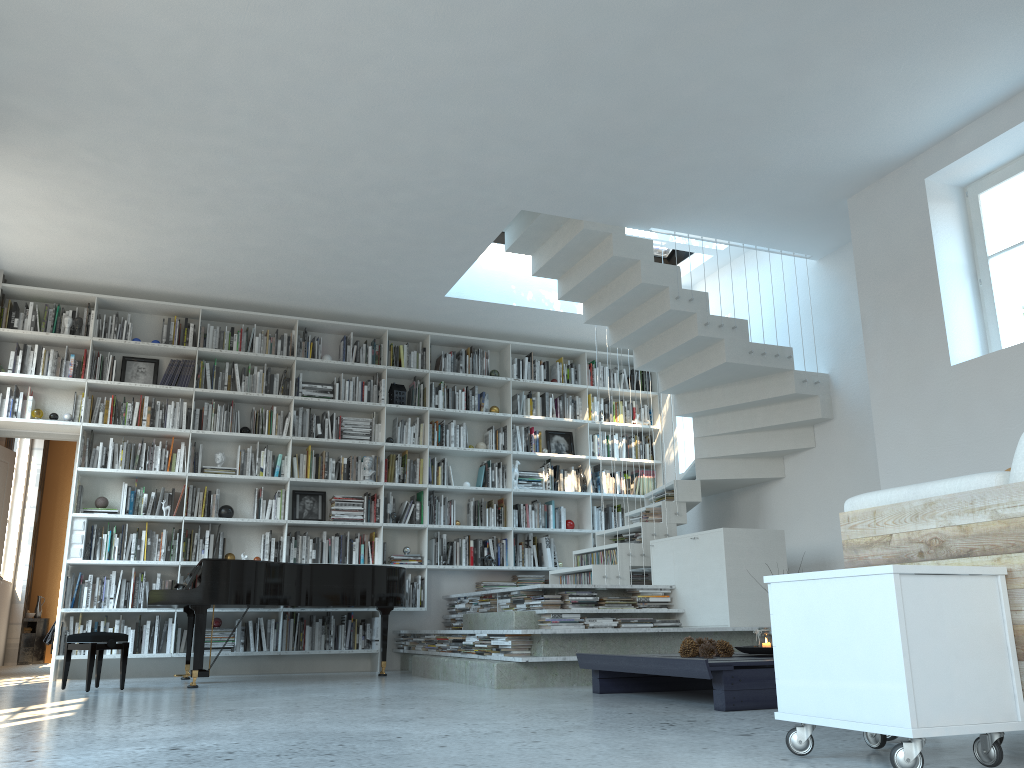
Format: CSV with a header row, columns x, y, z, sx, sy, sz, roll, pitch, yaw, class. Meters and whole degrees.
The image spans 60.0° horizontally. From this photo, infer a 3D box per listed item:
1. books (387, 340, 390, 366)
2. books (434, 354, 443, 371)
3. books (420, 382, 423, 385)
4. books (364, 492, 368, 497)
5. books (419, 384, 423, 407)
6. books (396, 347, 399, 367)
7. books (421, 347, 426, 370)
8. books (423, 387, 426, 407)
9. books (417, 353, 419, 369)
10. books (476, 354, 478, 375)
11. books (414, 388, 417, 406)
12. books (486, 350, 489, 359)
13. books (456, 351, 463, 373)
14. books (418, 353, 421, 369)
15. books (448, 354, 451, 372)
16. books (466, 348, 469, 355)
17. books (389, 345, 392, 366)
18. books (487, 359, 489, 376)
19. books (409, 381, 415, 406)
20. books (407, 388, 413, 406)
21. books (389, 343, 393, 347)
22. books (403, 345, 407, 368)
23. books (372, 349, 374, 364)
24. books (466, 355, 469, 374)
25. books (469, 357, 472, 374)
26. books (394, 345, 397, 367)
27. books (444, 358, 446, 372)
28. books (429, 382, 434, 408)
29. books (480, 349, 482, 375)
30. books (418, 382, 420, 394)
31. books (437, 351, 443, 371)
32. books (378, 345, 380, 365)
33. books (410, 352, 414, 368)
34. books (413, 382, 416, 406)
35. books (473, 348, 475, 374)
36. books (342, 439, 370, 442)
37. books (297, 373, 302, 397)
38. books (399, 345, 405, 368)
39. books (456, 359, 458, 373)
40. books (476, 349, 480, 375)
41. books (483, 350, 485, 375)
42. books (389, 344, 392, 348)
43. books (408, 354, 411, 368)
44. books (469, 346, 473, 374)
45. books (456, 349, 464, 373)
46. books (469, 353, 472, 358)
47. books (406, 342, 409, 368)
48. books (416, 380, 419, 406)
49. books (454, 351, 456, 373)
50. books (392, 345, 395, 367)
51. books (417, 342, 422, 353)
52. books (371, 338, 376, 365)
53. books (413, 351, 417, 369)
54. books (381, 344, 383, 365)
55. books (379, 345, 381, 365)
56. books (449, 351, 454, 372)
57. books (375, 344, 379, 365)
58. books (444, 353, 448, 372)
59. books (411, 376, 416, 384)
x,y,z,sx,sy,sz,roll,pitch,yaw,class
-1.211,-0.258,8.560,0.007,0.297,0.181,5,-16,-21,books
-0.731,-0.170,8.725,0.046,0.206,0.183,5,-16,-21,books
-0.884,0.133,8.608,0.005,0.291,0.131,5,-16,-21,books
-1.349,1.151,8.155,0.011,0.298,0.130,5,-16,-21,books
-0.894,0.143,8.563,0.013,0.247,0.186,5,-16,-21,books
-1.124,-0.222,8.573,0.015,0.233,0.171,5,-16,-21,books
-0.882,-0.209,8.668,0.029,0.252,0.186,5,-16,-21,books
-0.865,0.162,8.570,0.008,0.213,0.224,5,-16,-21,books
-0.948,-0.185,8.660,0.025,0.203,0.162,5,-16,-21,books
-0.375,-0.155,8.885,0.024,0.251,0.150,5,-16,-21,books
-0.954,0.160,8.563,0.024,0.216,0.169,5,-16,-21,books
-0.260,-0.173,8.927,0.006,0.305,0.164,5,-16,-21,books
-0.533,-0.179,8.802,0.028,0.257,0.185,5,-16,-21,books
-0.923,-0.180,8.660,0.022,0.193,0.182,5,-16,-21,books
-0.643,-0.168,8.778,0.028,0.225,0.164,5,-16,-21,books
-0.457,-0.193,8.856,0.006,0.311,0.179,5,-16,-21,books
-1.182,-0.233,8.544,0.007,0.238,0.192,5,-16,-21,books
-0.268,-0.127,8.910,0.014,0.208,0.188,5,-16,-21,books
-0.972,0.123,8.534,0.021,0.271,0.191,5,-16,-21,books
-0.990,0.159,8.553,0.019,0.213,0.156,5,-16,-21,books
-1.180,-0.244,8.577,0.007,0.278,0.150,5,-16,-21,books
-1.056,-0.229,8.630,0.030,0.273,0.152,5,-16,-21,books
-1.351,-0.221,8.512,0.014,0.204,0.135,5,-16,-21,books
-0.466,-0.156,8.836,0.018,0.230,0.160,5,-16,-21,books
-0.439,-0.142,8.832,0.018,0.200,0.189,5,-16,-21,books
-1.141,-0.233,8.588,0.008,0.261,0.142,5,-16,-21,books
-0.681,-0.151,8.756,0.009,0.183,0.160,5,-16,-21,books
-0.789,0.141,8.624,0.012,0.284,0.160,5,-16,-21,books
-0.332,-0.178,8.931,0.008,0.320,0.134,5,-16,-21,books
-0.922,0.133,8.601,0.013,0.288,0.132,5,-16,-21,books
-0.708,-0.185,8.745,0.009,0.243,0.173,5,-16,-21,books
-1.300,-0.237,8.532,0.014,0.243,0.145,5,-16,-21,books
-0.993,-0.193,8.625,0.024,0.201,0.180,5,-16,-21,books
-0.961,0.128,8.552,0.022,0.271,0.182,5,-16,-21,books
-0.410,-0.188,8.853,0.015,0.298,0.183,5,-16,-21,books
-1.466,0.540,8.248,0.254,0.012,0.161,5,-16,-18,books
-1.958,0.043,8.152,0.021,0.248,0.192,5,-16,-21,books
-1.087,-0.228,8.594,0.054,0.254,0.191,5,-16,-21,books
-0.575,-0.139,8.820,0.031,0.190,0.132,5,-16,-21,books
-0.358,-0.182,8.890,0.008,0.306,0.183,5,-16,-21,books
-0.306,-0.172,8.909,0.013,0.296,0.189,5,-16,-21,books
-1.182,-0.238,8.562,0.006,0.259,0.166,5,-16,-21,books
-1.014,-0.185,8.613,0.022,0.179,0.173,5,-16,-21,books
-0.426,-0.199,8.868,0.007,0.328,0.184,5,-16,-21,books
-0.517,-0.187,8.837,0.024,0.291,0.168,5,-16,-21,books
-0.433,-0.162,8.856,0.008,0.250,0.170,5,-16,-21,books
-1.031,-0.242,8.624,0.010,0.296,0.168,5,-16,-21,books
-0.937,0.121,8.557,0.021,0.287,0.179,5,-16,-21,books
-0.593,-0.177,8.803,0.021,0.255,0.169,5,-16,-21,books
-1.158,-0.236,8.574,0.034,0.260,0.158,5,-16,-21,books
-0.914,-0.240,8.699,0.012,0.328,0.129,5,-16,-21,books
-1.337,-0.272,8.524,0.012,0.307,0.138,5,-16,-21,books
-0.966,-0.197,8.633,0.031,0.212,0.170,5,-16,-21,books
-1.270,-0.241,8.544,0.022,0.256,0.137,5,-16,-21,books
-1.283,-0.235,8.529,0.014,0.238,0.153,5,-16,-21,books
-0.616,-0.179,8.791,0.030,0.254,0.161,5,-16,-21,books
-1.315,-0.241,8.516,0.028,0.243,0.161,5,-16,-21,books
-0.667,-0.176,8.755,0.013,0.229,0.174,5,-16,-21,books
-0.960,0.100,8.577,0.025,0.338,0.143,5,-16,-21,books
